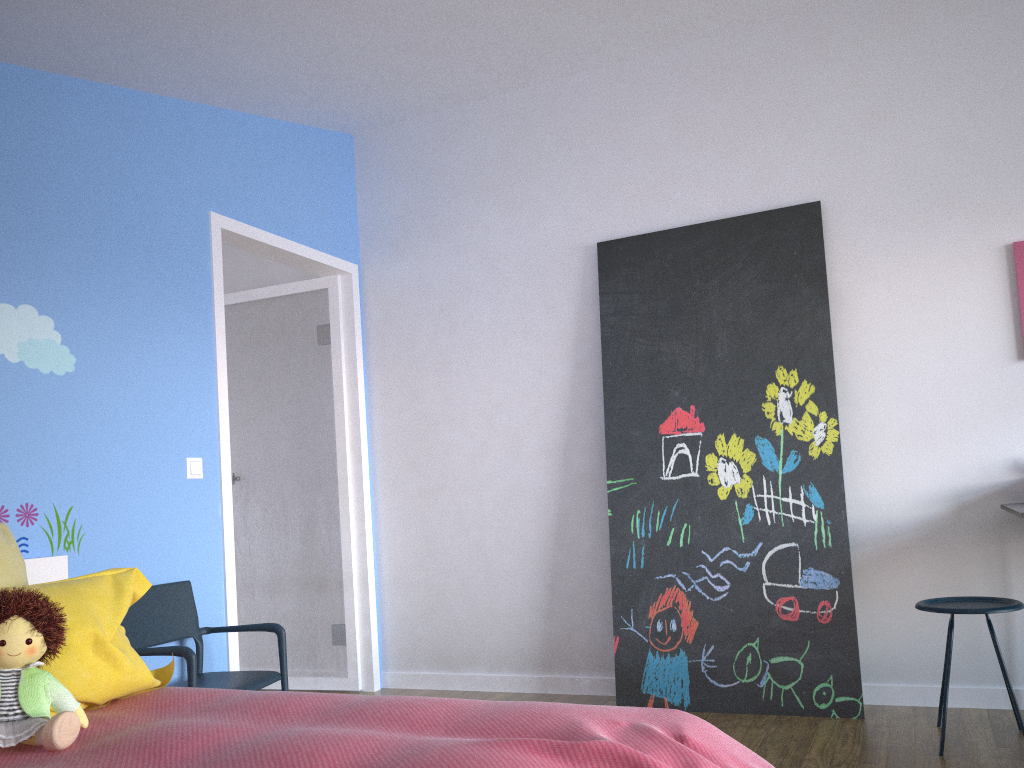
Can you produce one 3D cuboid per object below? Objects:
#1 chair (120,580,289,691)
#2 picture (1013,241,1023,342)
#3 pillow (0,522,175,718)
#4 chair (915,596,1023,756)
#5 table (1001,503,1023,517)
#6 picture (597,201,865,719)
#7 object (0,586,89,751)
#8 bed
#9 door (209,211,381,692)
[{"bbox_3d":[-1.069,1.016,2.984,0.417,0.671,0.514,-6,-6,21],"label":"chair"},{"bbox_3d":[2.410,-0.376,3.056,1.155,0.438,0.027,-7,-5,25],"label":"picture"},{"bbox_3d":[-1.411,0.530,1.902,0.681,0.529,1.349,-7,-8,25],"label":"pillow"},{"bbox_3d":[1.521,0.949,2.907,0.325,0.460,0.365,-6,-6,24],"label":"chair"},{"bbox_3d":[2.275,0.711,2.628,1.338,0.755,0.809,-7,-7,24],"label":"table"},{"bbox_3d":[0.842,0.302,3.624,0.960,2.010,0.208,-6,-5,24],"label":"picture"},{"bbox_3d":[-1.015,0.584,1.791,0.286,0.340,0.252,0,-6,-31],"label":"object"},{"bbox_3d":[-0.673,0.742,1.573,2.322,0.807,1.932,-7,-8,24],"label":"bed"},{"bbox_3d":[-1.384,0.459,4.171,1.000,2.119,1.035,-6,-5,24],"label":"door"}]
